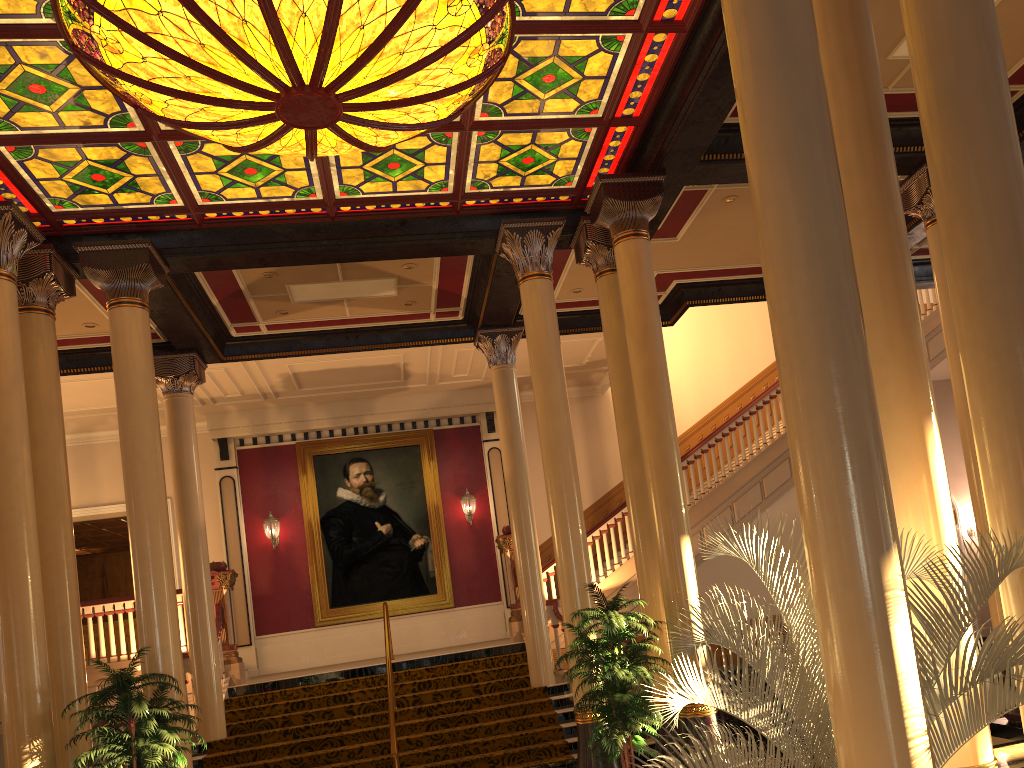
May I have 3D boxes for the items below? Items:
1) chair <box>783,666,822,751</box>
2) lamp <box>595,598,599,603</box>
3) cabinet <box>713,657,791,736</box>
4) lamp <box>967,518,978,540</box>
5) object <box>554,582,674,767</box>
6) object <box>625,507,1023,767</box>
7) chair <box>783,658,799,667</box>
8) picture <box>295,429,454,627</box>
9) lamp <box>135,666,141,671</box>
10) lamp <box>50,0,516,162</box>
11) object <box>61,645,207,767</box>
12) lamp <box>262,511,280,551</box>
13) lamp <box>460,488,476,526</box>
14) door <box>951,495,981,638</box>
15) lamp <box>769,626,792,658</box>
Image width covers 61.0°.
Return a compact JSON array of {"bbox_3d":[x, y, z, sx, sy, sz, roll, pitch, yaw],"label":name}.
[{"bbox_3d":[3.278,3.409,9.305,0.735,1.082,0.763,-9,-8,4],"label":"chair"},{"bbox_3d":[1.140,4.128,12.551,0.575,1.983,0.593,-9,-5,8],"label":"lamp"},{"bbox_3d":[3.356,4.067,11.377,1.266,0.855,0.555,-6,-8,-11],"label":"cabinet"},{"bbox_3d":[10.026,3.138,18.794,0.271,0.490,0.374,-7,-8,-10],"label":"lamp"},{"bbox_3d":[0.988,2.876,8.053,1.058,2.120,1.074,-13,-8,38],"label":"object"},{"bbox_3d":[1.257,1.649,3.792,1.848,2.223,2.057,-5,-10,-22],"label":"object"},{"bbox_3d":[3.751,3.765,10.560,0.707,0.906,0.635,-1,-11,-40],"label":"chair"},{"bbox_3d":[-2.558,2.645,16.286,2.570,3.403,0.055,-7,-5,-12],"label":"picture"},{"bbox_3d":[-4.565,4.651,11.368,0.594,1.983,0.575,-5,-6,-28],"label":"lamp"},{"bbox_3d":[-1.429,-2.164,5.992,3.027,0.591,3.042,-5,-15,-12],"label":"lamp"},{"bbox_3d":[-3.086,3.248,7.185,1.100,2.120,1.033,-6,-7,-22],"label":"object"},{"bbox_3d":[-4.344,2.669,15.779,0.321,0.719,0.398,-7,-7,-10],"label":"lamp"},{"bbox_3d":[-0.818,2.344,16.505,0.321,0.719,0.398,-7,-7,-10],"label":"lamp"},{"bbox_3d":[9.170,3.877,18.825,1.488,3.428,0.202,-7,-5,-12],"label":"door"},{"bbox_3d":[3.602,3.420,11.532,0.323,0.413,0.321,-6,-9,-14],"label":"lamp"}]
